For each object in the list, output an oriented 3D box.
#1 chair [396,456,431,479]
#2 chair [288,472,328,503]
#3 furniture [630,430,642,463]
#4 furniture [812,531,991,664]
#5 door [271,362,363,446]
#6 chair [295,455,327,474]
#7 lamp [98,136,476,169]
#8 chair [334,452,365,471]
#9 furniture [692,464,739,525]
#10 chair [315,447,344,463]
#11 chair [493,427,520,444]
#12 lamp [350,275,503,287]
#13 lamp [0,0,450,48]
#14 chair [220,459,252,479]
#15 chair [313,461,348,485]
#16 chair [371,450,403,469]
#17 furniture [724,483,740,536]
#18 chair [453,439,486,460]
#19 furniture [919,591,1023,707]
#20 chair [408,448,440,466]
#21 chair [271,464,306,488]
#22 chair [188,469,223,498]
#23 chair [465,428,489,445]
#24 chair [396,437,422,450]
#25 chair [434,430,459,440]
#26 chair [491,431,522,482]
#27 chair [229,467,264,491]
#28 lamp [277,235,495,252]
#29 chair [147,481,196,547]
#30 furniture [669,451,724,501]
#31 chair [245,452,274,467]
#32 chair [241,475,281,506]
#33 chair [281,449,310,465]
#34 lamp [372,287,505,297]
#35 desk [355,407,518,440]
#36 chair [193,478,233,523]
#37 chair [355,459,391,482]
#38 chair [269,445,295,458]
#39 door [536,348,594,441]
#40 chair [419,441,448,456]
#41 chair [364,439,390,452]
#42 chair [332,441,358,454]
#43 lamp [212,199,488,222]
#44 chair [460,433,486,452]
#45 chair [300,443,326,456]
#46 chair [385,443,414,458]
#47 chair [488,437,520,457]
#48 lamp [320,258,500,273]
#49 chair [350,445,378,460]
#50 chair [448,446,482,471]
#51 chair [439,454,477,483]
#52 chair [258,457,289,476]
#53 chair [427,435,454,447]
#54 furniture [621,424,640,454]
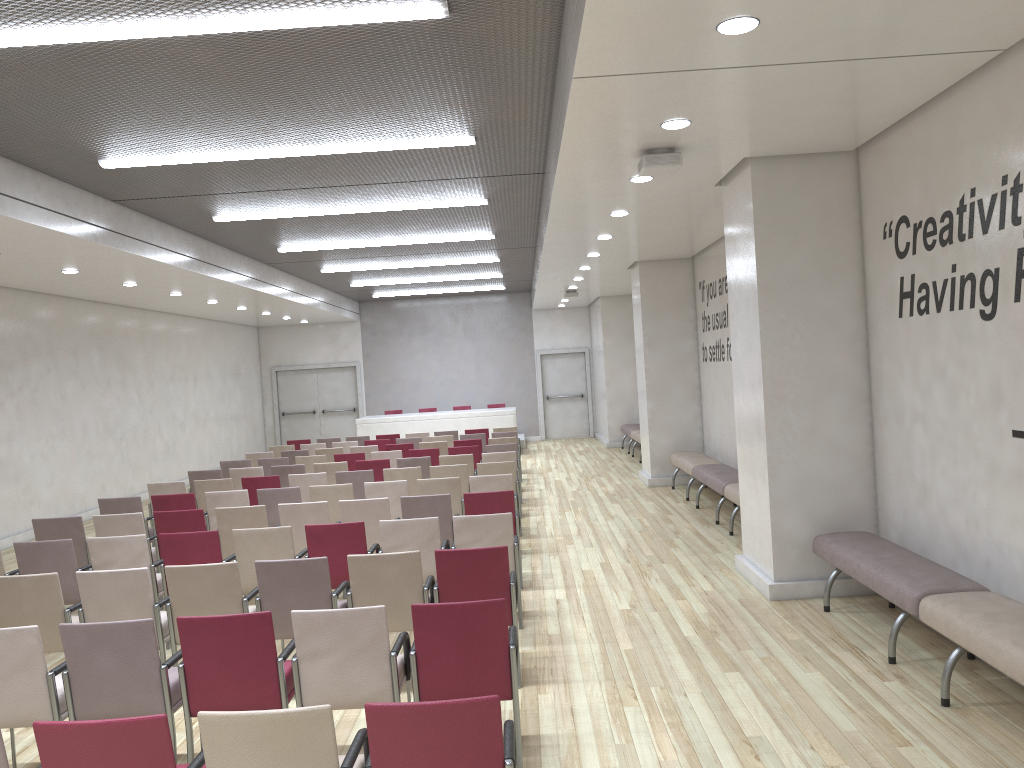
[{"bbox_3d":[-1.252,1.394,11.842,0.513,0.890,0.640,-4,1,1],"label":"chair"},{"bbox_3d":[-2.359,1.482,10.629,0.513,0.890,0.640,-4,1,0],"label":"chair"},{"bbox_3d":[2.707,1.222,17.645,0.530,0.550,1.833,-4,1,1],"label":"furniture"},{"bbox_3d":[2.577,1.422,6.039,0.530,0.550,1.833,-4,1,1],"label":"furniture"},{"bbox_3d":[-5.191,0.682,23.848,2.373,2.400,0.200,-4,1,1],"label":"door"},{"bbox_3d":[-2.878,1.474,13.087,0.513,0.890,0.640,-4,1,1],"label":"chair"},{"bbox_3d":[-1.971,-2.036,7.834,3.304,0.045,0.198,-4,1,1],"label":"lamp"},{"bbox_3d":[-2.321,1.439,13.090,0.513,0.890,0.640,-4,1,0],"label":"chair"},{"bbox_3d":[2.631,1.338,10.921,0.530,0.550,1.833,-4,1,1],"label":"furniture"},{"bbox_3d":[-2.868,1.453,14.322,0.513,0.890,0.640,-4,1,0],"label":"chair"},{"bbox_3d":[-0.097,1.242,16.734,0.513,0.890,0.640,-4,1,1],"label":"chair"},{"bbox_3d":[-1.844,-2.232,19.204,3.304,0.045,0.198,-4,1,1],"label":"lamp"},{"bbox_3d":[-2.003,-1.987,4.985,3.304,0.045,0.198,-4,1,1],"label":"lamp"},{"bbox_3d":[-3.973,1.541,13.106,0.513,0.890,0.640,-4,1,0],"label":"chair"},{"bbox_3d":[-2.334,1.461,11.841,0.513,0.890,0.640,-4,1,1],"label":"chair"},{"bbox_3d":[-1.781,1.406,13.075,0.513,0.890,0.640,-4,1,1],"label":"chair"},{"bbox_3d":[2.611,1.369,9.067,0.530,0.550,1.833,-4,1,1],"label":"furniture"},{"bbox_3d":[-0.674,1.318,14.294,0.513,0.890,0.640,-4,1,0],"label":"chair"},{"bbox_3d":[2.556,1.453,4.181,0.530,0.550,1.833,-4,1,1],"label":"furniture"},{"bbox_3d":[-1.238,1.373,13.060,0.513,0.890,0.640,-4,1,1],"label":"chair"},{"bbox_3d":[-2.889,1.495,11.850,0.513,0.890,0.640,-4,1,1],"label":"chair"},{"bbox_3d":[-3.981,1.562,11.877,0.513,0.890,0.640,-4,1,1],"label":"chair"},{"bbox_3d":[-0.629,1.274,16.745,0.513,0.890,0.640,-4,1,0],"label":"chair"},{"bbox_3d":[-1.744,1.363,15.528,0.513,0.890,0.640,-4,1,1],"label":"chair"},{"bbox_3d":[-1.192,1.309,16.751,0.513,0.890,0.640,-4,1,2],"label":"chair"},{"bbox_3d":[-0.098,1.262,15.503,0.513,0.890,0.640,-4,1,1],"label":"chair"},{"bbox_3d":[-3.437,1.528,11.856,0.513,0.890,0.640,-4,1,1],"label":"chair"},{"bbox_3d":[-1.908,-2.134,13.517,3.304,0.045,0.198,-4,1,1],"label":"lamp"},{"bbox_3d":[-4.003,1.583,10.640,0.513,0.890,0.640,-4,1,1],"label":"chair"},{"bbox_3d":[2.652,1.306,12.779,0.530,0.550,1.833,-4,1,1],"label":"furniture"},{"bbox_3d":[-3.964,1.520,14.323,0.513,0.890,0.640,-4,1,2],"label":"chair"},{"bbox_3d":[-2.904,1.516,10.623,0.513,0.890,0.640,-4,1,1],"label":"chair"},{"bbox_3d":[-3.409,1.486,14.318,0.513,0.890,0.640,-4,1,0],"label":"chair"},{"bbox_3d":[-1.812,-2.281,22.055,3.304,0.045,0.198,-4,1,1],"label":"lamp"},{"bbox_3d":[-1.685,1.197,20.770,3.652,1.042,1.456,-4,1,1],"label":"desk"},{"bbox_3d":[-3.461,1.550,10.632,0.513,0.890,0.640,-4,1,1],"label":"chair"},{"bbox_3d":[-1.791,1.427,11.854,0.513,0.890,0.640,-4,1,0],"label":"chair"},{"bbox_3d":[-3.943,1.498,15.566,0.513,0.890,0.640,-4,1,0],"label":"chair"},{"bbox_3d":[1.421,0.275,23.767,1.400,2.400,0.200,-4,1,1],"label":"door"},{"bbox_3d":[-1.219,1.351,14.300,0.513,0.890,0.640,-4,1,0],"label":"chair"},{"bbox_3d":[-2.291,1.397,15.550,0.513,0.890,0.640,-4,1,1],"label":"chair"},{"bbox_3d":[-2.850,1.431,15.554,0.513,0.890,0.640,-4,1,0],"label":"chair"},{"bbox_3d":[-1.939,-2.085,10.697,3.304,0.045,0.198,-4,1,1],"label":"lamp"},{"bbox_3d":[-0.646,1.296,15.512,0.513,0.890,0.640,-4,1,1],"label":"chair"},{"bbox_3d":[-3.394,1.465,15.548,0.513,0.890,0.640,-4,1,1],"label":"chair"},{"bbox_3d":[-1.754,1.384,14.296,0.513,0.890,0.640,-4,1,0],"label":"chair"},{"bbox_3d":[-0.125,1.284,14.285,0.513,0.890,0.640,-4,1,0],"label":"chair"},{"bbox_3d":[-1.875,-2.183,16.398,3.304,0.045,0.198,-4,1,1],"label":"lamp"},{"bbox_3d":[-2.309,1.418,14.304,0.513,0.890,0.640,-4,1,1],"label":"chair"},{"bbox_3d":[-0.670,1.338,13.063,0.513,0.890,0.640,-4,1,1],"label":"chair"},{"bbox_3d":[-0.702,1.360,11.827,0.513,0.890,0.640,-4,1,0],"label":"chair"},{"bbox_3d":[-3.419,1.507,13.093,0.513,0.890,0.640,-4,1,0],"label":"chair"},{"bbox_3d":[-1.203,1.330,15.533,0.513,0.890,0.640,-4,1,0],"label":"chair"},{"bbox_3d":[2.727,1.190,19.503,0.530,0.550,1.833,-4,1,1],"label":"furniture"}]
